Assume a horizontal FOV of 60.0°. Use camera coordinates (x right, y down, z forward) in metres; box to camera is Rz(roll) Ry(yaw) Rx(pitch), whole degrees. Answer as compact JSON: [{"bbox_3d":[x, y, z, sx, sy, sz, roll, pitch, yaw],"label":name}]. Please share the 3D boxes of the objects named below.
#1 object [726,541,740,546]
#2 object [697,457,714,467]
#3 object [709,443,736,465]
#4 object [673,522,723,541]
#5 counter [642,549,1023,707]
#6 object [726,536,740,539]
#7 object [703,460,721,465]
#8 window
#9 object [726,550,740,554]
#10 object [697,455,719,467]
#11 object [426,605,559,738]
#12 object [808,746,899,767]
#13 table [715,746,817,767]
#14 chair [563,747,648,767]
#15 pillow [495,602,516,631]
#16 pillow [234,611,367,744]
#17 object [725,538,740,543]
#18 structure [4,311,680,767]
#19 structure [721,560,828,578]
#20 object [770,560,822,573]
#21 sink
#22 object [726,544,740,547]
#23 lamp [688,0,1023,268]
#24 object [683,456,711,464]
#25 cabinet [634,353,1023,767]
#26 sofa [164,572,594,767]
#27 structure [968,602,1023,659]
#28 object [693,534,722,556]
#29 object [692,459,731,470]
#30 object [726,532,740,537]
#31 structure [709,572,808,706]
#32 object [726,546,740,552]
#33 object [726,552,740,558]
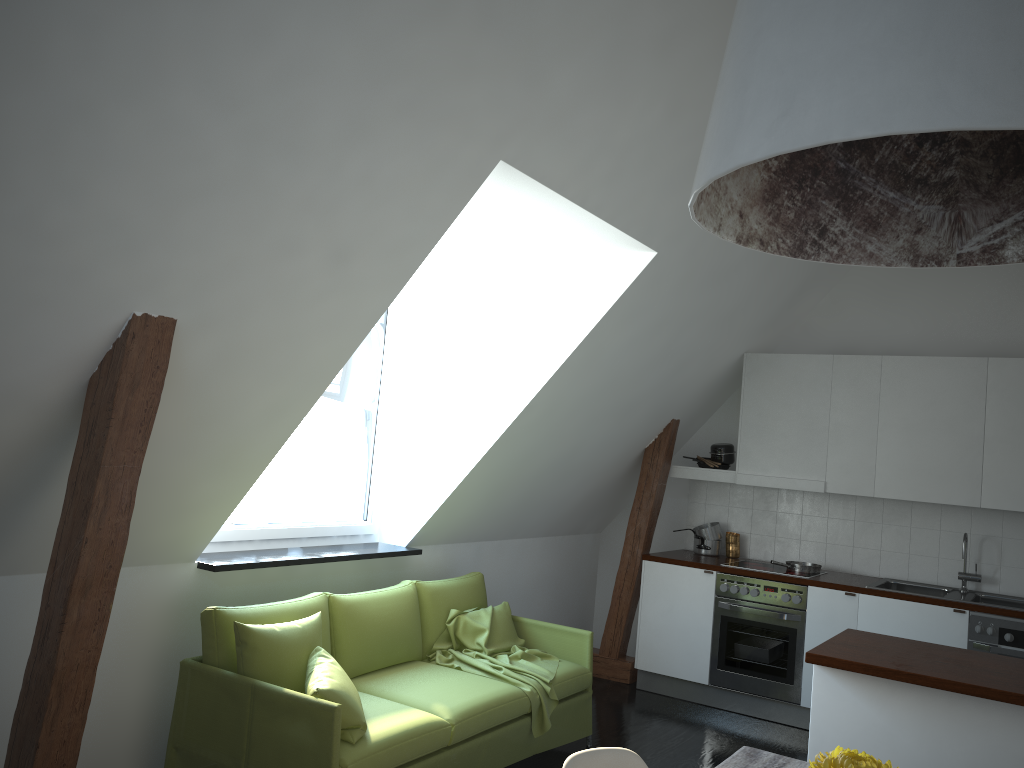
[{"bbox_3d":[1.596,1.155,6.419,0.099,0.057,0.101,1,-6,44],"label":"object"},{"bbox_3d":[1.393,0.563,6.400,0.065,0.065,0.332,5,-4,0],"label":"object"},{"bbox_3d":[1.531,0.510,6.457,0.190,0.166,0.200,5,-4,-5],"label":"object"},{"bbox_3d":[1.356,1.083,6.493,0.371,0.169,0.203,5,-4,5],"label":"object"},{"bbox_3d":[1.886,1.164,4.527,3.365,0.038,3.085,2,-5,33],"label":"counter"},{"bbox_3d":[1.596,1.120,6.419,0.100,0.036,0.100,7,-5,-29],"label":"object"},{"bbox_3d":[1.455,0.566,6.425,0.065,0.031,0.335,6,-4,-10],"label":"object"},{"bbox_3d":[-0.262,-1.520,0.372,5.959,4.249,8.018,2,-5,33],"label":"window"},{"bbox_3d":[1.595,1.214,6.410,0.099,0.048,0.100,8,-5,-39],"label":"object"},{"bbox_3d":[1.409,0.557,6.402,0.061,0.077,0.331,6,-4,-9],"label":"object"},{"bbox_3d":[-0.009,1.469,4.646,0.722,0.493,0.711,3,-5,28],"label":"object"},{"bbox_3d":[0.493,0.732,1.309,0.233,0.365,0.293,5,-4,4],"label":"object"},{"bbox_3d":[0.472,1.299,1.189,1.141,0.788,2.421,2,-5,33],"label":"table"},{"bbox_3d":[0.323,1.343,2.055,0.465,0.801,0.542,8,-5,-31],"label":"chair"},{"bbox_3d":[-0.115,1.363,4.874,0.210,0.275,0.462,3,-5,30],"label":"pillow"},{"bbox_3d":[-0.757,1.144,3.493,0.600,0.387,0.475,3,-5,30],"label":"pillow"},{"bbox_3d":[1.595,1.136,6.418,0.100,0.036,0.100,5,-4,-1],"label":"object"},{"bbox_3d":[-2.564,0.466,1.389,1.023,1.963,12.350,2,-5,33],"label":"structure"},{"bbox_3d":[1.753,1.251,5.918,0.574,0.041,0.504,2,-5,33],"label":"structure"},{"bbox_3d":[1.889,1.213,5.934,0.351,0.061,0.232,5,-4,6],"label":"object"},{"bbox_3d":[2.728,1.173,5.397,0.963,0.519,0.671,2,-5,33],"label":"sink"},{"bbox_3d":[1.596,1.177,6.417,0.099,0.043,0.100,4,-4,20],"label":"object"},{"bbox_3d":[0.767,-1.640,1.405,0.757,2.813,0.697,6,-4,-7],"label":"lamp"},{"bbox_3d":[1.414,0.574,6.494,0.357,0.075,0.244,5,-4,4],"label":"object"},{"bbox_3d":[2.287,0.904,4.336,4.208,2.369,3.033,2,-5,33],"label":"cabinet"},{"bbox_3d":[-0.450,1.418,4.178,0.898,0.825,2.093,3,-5,32],"label":"sofa"},{"bbox_3d":[2.943,1.682,5.023,0.612,0.725,0.582,2,-5,33],"label":"structure"},{"bbox_3d":[1.414,1.161,6.410,0.200,0.154,0.348,4,-4,12],"label":"object"},{"bbox_3d":[1.453,0.587,6.422,0.243,0.056,0.350,3,-4,21],"label":"object"},{"bbox_3d":[1.599,1.099,6.419,0.100,0.047,0.099,3,-5,28],"label":"object"},{"bbox_3d":[1.729,1.642,5.899,0.583,0.725,0.749,2,-5,33],"label":"structure"},{"bbox_3d":[1.595,1.197,6.413,0.099,0.051,0.099,4,-4,19],"label":"object"},{"bbox_3d":[1.595,1.236,6.408,0.100,0.036,0.100,3,-5,29],"label":"object"}]
